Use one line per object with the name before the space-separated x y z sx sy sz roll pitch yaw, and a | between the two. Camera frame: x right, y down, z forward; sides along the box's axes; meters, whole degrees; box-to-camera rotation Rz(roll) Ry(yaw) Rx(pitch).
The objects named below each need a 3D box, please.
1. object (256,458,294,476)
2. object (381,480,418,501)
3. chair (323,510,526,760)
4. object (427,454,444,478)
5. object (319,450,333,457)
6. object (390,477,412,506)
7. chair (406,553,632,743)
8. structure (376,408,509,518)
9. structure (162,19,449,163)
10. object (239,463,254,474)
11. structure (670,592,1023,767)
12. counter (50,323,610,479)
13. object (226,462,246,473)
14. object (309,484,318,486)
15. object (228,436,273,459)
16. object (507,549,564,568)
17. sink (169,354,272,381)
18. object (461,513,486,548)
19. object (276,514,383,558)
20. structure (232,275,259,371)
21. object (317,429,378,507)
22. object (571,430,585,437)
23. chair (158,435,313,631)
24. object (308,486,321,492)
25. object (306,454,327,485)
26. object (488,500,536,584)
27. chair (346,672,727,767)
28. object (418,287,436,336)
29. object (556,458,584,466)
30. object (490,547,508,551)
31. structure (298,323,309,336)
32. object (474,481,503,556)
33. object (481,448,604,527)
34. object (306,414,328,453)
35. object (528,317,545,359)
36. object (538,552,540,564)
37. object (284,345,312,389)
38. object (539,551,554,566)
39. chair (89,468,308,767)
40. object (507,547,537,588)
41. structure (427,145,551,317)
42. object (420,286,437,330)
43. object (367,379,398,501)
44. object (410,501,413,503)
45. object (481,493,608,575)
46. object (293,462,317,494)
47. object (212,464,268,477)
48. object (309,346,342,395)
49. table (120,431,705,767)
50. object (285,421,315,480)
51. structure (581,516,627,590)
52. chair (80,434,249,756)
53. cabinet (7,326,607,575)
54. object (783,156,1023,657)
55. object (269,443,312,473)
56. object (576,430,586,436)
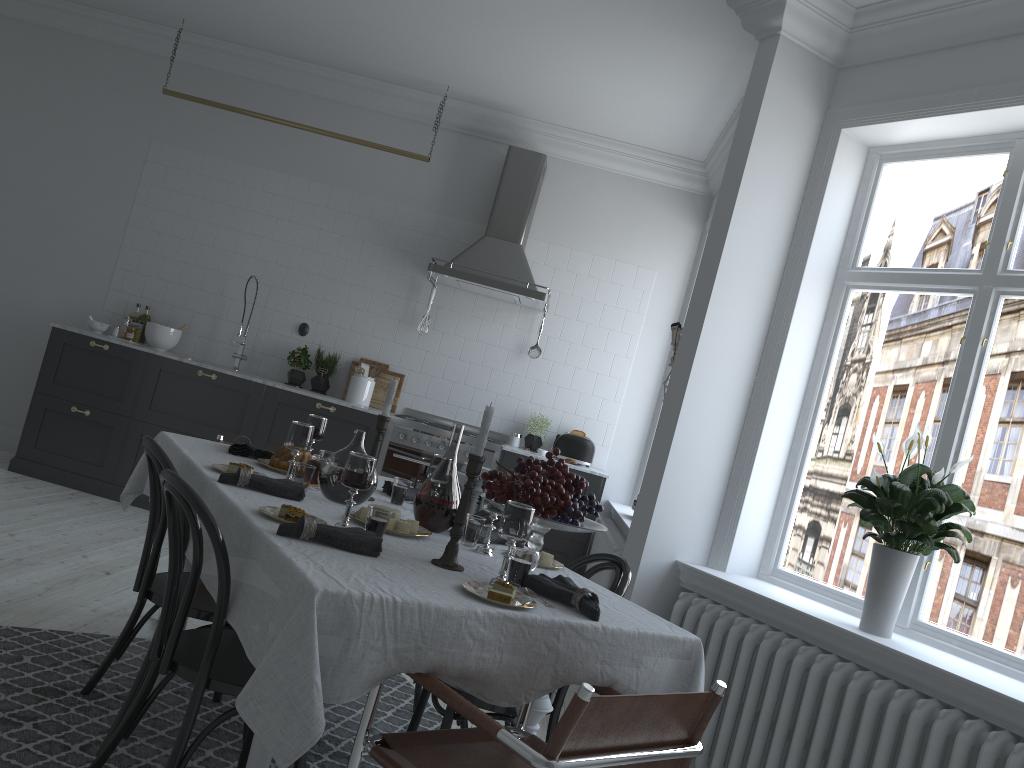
object | -0.824 0.319 3.292 0.251 0.018 0.251 15 -2 3
object | -0.394 0.419 3.462 0.165 0.061 0.247 14 -2 42
chair | -0.313 0.867 3.289 0.564 0.909 0.463 16 -2 -34
object | -0.271 0.363 3.161 0.083 0.215 0.083 15 -2 8
object | -0.725 0.309 3.441 0.066 0.094 0.066 15 -2 -8
object | -0.404 0.389 3.192 0.066 0.094 0.066 15 -2 -8
chair | -0.005 0.936 2.804 0.564 0.909 0.463 16 -2 -19
structure | -0.550 0.789 6.137 0.779 1.096 0.651 15 -2 3
structure | -1.461 -2.070 6.239 1.988 0.556 0.053 15 -2 3
object | -0.877 0.281 2.912 0.057 0.037 0.021 15 -2 21
structure | 1.119 1.355 3.150 0.245 0.753 1.710 16 -2 -34
counter | -1.229 0.115 6.205 3.902 0.020 0.624 15 -2 3
object | -0.895 0.275 2.885 0.057 0.037 0.021 15 -2 -7
object | -0.657 0.346 3.043 0.031 0.031 0.167 14 -2 38
object | -1.058 0.238 3.437 0.247 0.061 0.165 14 -2 42
object | 0.072 0.547 2.756 0.182 0.013 0.182 15 -2 3
sink | -2.051 -0.014 6.199 0.669 0.203 0.384 15 -2 3
object | -0.123 0.451 2.716 0.066 0.094 0.066 15 -2 14
object | -0.427 0.371 2.172 0.165 0.061 0.247 14 -2 42
structure | -1.915 -0.436 6.332 0.100 0.692 0.266 15 -2 3
object | -0.524 0.270 2.886 0.194 0.245 0.194 16 -2 -14
object | 0.459 0.385 6.265 0.107 0.110 0.010 15 -2 7
chair | -1.089 0.707 3.751 0.546 0.837 0.593 16 -2 -26
object | -0.649 0.362 3.059 0.075 0.009 0.150 14 -2 38
object | -0.691 0.306 3.153 0.091 0.101 0.091 17 -2 -42
object | -0.004 0.408 2.230 0.083 0.215 0.083 15 -2 8
chair | -0.002 0.949 1.943 0.546 0.837 0.593 17 -2 -42
object | -0.605 -0.533 6.401 0.074 0.381 0.076 16 -2 -17
object | 0.387 0.533 6.034 0.209 0.011 0.209 14 -2 41
object | -0.042 0.518 2.792 0.031 0.012 0.131 14 -2 45
structure | -1.538 -0.402 6.535 0.079 0.103 0.032 15 -2 3
object | -0.057 0.406 2.667 0.083 0.215 0.083 15 -2 -2
object | 0.107 0.286 2.468 0.347 0.215 0.318 16 -2 -35
object | -0.791 0.232 3.493 0.083 0.215 0.083 15 -2 8
object | 0.195 -0.342 6.385 0.101 0.331 0.030 15 -2 13
object | 0.057 0.529 2.752 0.039 0.040 0.078 16 -2 -22
object | -1.548 -0.137 6.419 0.172 0.311 0.179 15 -2 14
object | 0.092 0.541 2.772 0.040 0.039 0.077 16 -2 -27
chair | -0.765 0.717 2.366 0.564 0.909 0.463 17 -2 -39
object | 0.020 0.477 2.297 0.066 0.094 0.066 15 -2 -8
structure | -0.029 -1.121 6.233 0.843 1.079 0.567 15 -2 3
object | -0.599 -0.556 6.435 0.066 0.332 0.024 15 -2 8
object | -0.472 0.193 3.134 0.089 0.432 0.089 14 -2 25
object | -0.337 0.455 3.354 0.031 0.012 0.131 14 -2 45
object | 0.066 0.446 2.475 0.367 0.188 0.367 14 -2 44
object | -0.673 0.305 2.848 0.066 0.094 0.066 15 -2 -8
object | -0.888 0.291 2.893 0.182 0.013 0.182 15 -2 18
object | -1.354 -0.114 6.396 0.196 0.367 0.186 17 -2 -42
table | -0.559 0.817 2.844 1.210 0.842 2.179 16 -2 -30
object | -0.716 0.235 2.926 0.083 0.215 0.083 15 -2 8
structure | 0.560 1.271 5.422 0.245 0.753 1.673 15 -2 3
chair | -1.025 0.661 2.870 0.564 0.909 0.463 16 -2 -34
cabinet | -1.364 0.612 6.179 3.897 1.012 0.646 15 -2 3
object | -9.869 -3.614 2.285 72.085 19.432 33.873 16 -2 -32
object | -0.822 0.276 3.287 0.191 0.105 0.164 15 -2 22
object | 0.470 0.385 6.342 0.107 0.110 0.010 15 -2 7
